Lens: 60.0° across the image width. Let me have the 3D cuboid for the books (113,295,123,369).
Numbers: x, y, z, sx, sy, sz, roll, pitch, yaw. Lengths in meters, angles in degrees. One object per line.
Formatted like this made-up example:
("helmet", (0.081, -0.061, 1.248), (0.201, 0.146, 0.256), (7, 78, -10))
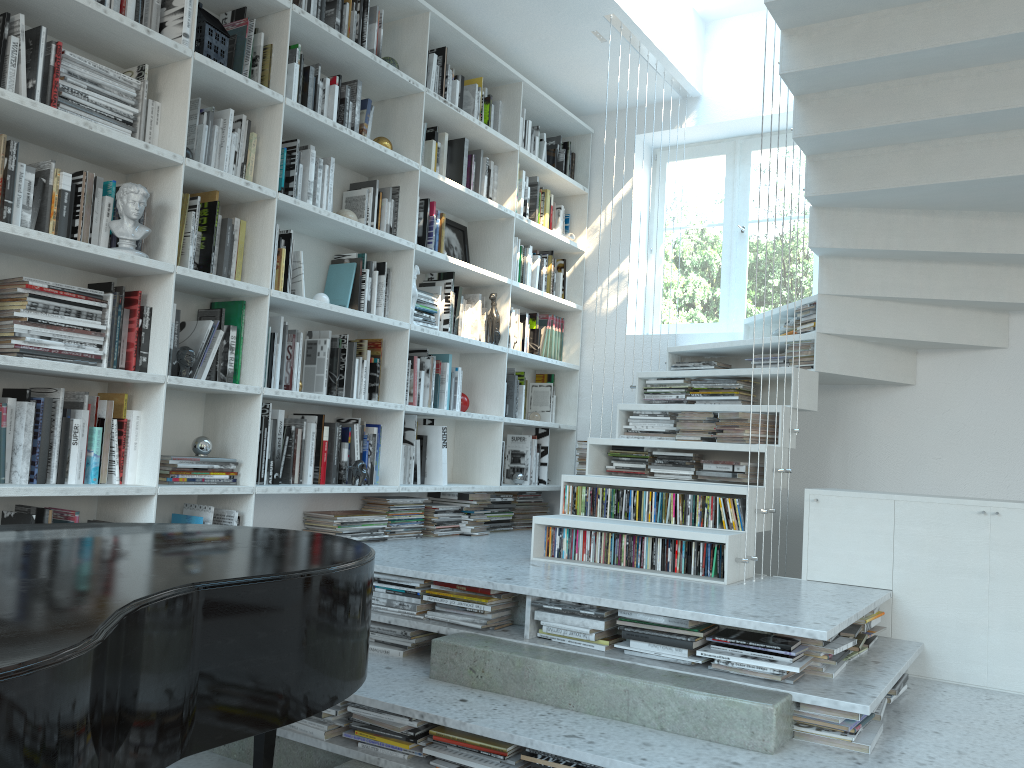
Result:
("books", (-1.368, -0.167, 2.963), (0.162, 0.256, 0.013), (1, -5, 32))

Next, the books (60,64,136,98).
("books", (-1.388, -0.973, 2.893), (0.161, 0.012, 0.254), (0, -6, 37))

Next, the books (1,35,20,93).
("books", (-1.537, -0.920, 2.655), (0.148, 0.216, 0.024), (1, -5, 32))

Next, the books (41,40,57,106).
("books", (-1.478, -0.924, 2.742), (0.183, 0.244, 0.015), (1, -5, 32))

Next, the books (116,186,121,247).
("books", (-1.339, -0.534, 2.991), (0.130, 0.259, 0.025), (1, -5, 32))

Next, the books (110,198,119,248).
("books", (-1.365, -0.511, 2.958), (0.145, 0.205, 0.012), (1, -5, 32))

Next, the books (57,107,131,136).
("books", (-1.404, -0.840, 2.890), (0.161, 0.012, 0.254), (0, -5, 32))

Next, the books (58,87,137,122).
("books", (-1.399, -0.900, 2.892), (0.159, 0.012, 0.285), (0, -5, 33))

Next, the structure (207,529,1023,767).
("structure", (0.629, 1.076, 3.512), (3.112, 0.658, 2.902), (0, -5, 32))

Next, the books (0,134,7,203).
("books", (-1.561, -0.587, 2.624), (0.176, 0.283, 0.013), (1, -5, 32))

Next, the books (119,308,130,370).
("books", (-1.352, -0.144, 2.998), (0.132, 0.217, 0.021), (1, -5, 32))

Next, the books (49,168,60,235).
("books", (-1.474, -0.546, 2.764), (0.175, 0.234, 0.010), (1, -5, 32))

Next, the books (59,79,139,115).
("books", (-1.394, -0.925, 2.892), (0.159, 0.012, 0.285), (0, -5, 35))

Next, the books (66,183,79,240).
("books", (-1.442, -0.525, 2.799), (0.178, 0.200, 0.029), (1, -5, 32))

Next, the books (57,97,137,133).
("books", (-1.397, -0.864, 2.888), (0.159, 0.012, 0.285), (1, -5, 29))

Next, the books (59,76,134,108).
("books", (-1.393, -0.937, 2.892), (0.161, 0.012, 0.254), (1, -5, 29))

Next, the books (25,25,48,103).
("books", (-1.493, -0.940, 2.704), (0.191, 0.269, 0.021), (1, -5, 32))

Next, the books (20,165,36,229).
("books", (-1.519, -0.545, 2.693), (0.168, 0.214, 0.030), (1, -5, 32))

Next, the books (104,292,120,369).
("books", (-1.371, -0.171, 2.938), (0.184, 0.260, 0.011), (1, -5, 32))

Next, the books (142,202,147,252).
("books", (-1.310, -0.529, 3.063), (0.107, 0.264, 0.023), (1, -5, 32))

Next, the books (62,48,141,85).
("books", (-1.390, -1.023, 2.899), (0.159, 0.012, 0.285), (0, -5, 34))

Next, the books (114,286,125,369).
("books", (-1.360, -0.182, 2.973), (0.152, 0.288, 0.011), (1, -5, 32))

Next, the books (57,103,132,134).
("books", (-1.402, -0.852, 2.889), (0.161, 0.012, 0.254), (1, -5, 31))

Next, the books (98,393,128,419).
("books", (-1.359, 0.181, 2.989), (0.149, 0.300, 0.011), (1, -5, 32))

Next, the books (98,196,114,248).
("books", (-1.382, -0.512, 2.925), (0.149, 0.201, 0.035), (1, -5, 32))

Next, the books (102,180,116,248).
("books", (-1.375, -0.541, 2.952), (0.135, 0.263, 0.014), (1, -5, 32))

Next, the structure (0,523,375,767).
("structure", (-0.909, 0.743, 1.596), (1.334, 0.832, 1.920), (1, -5, 32))

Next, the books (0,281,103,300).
("books", (-1.457, -0.292, 2.805), (0.161, 0.012, 0.254), (1, -5, 29))

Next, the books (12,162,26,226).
("books", (-1.532, -0.548, 2.670), (0.175, 0.216, 0.024), (1, -5, 32))

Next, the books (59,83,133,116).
("books", (-1.398, -0.913, 2.893), (0.161, 0.012, 0.254), (0, -5, 33))

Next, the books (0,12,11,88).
("books", (-1.553, -0.956, 2.641), (0.130, 0.285, 0.022), (1, -5, 32))

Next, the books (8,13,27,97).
("books", (-1.523, -0.954, 2.682), (0.162, 0.291, 0.049), (1, -5, 32))

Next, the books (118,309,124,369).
("books", (-1.362, -0.153, 2.985), (0.134, 0.232, 0.013), (1, -5, 32))

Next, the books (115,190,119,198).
("books", (-1.367, -0.527, 2.980), (0.103, 0.241, 0.021), (1, -5, 32))

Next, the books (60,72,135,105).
("books", (-1.394, -0.949, 2.894), (0.161, 0.012, 0.254), (0, -5, 34))

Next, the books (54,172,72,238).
("books", (-1.454, -0.540, 2.774), (0.185, 0.224, 0.029), (1, -5, 32))

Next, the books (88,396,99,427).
("books", (-1.414, 0.180, 2.917), (0.132, 0.283, 0.010), (1, -5, 32))

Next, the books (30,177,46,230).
("books", (-1.509, -0.533, 2.733), (0.145, 0.198, 0.050), (1, -5, 32))

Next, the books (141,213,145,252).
("books", (-1.314, -0.529, 3.044), (0.137, 0.260, 0.014), (1, -5, 32))

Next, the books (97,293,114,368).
("books", (-1.379, -0.169, 2.929), (0.161, 0.254, 0.012), (1, -5, 32))

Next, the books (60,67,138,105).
("books", (-1.396, -0.961, 2.897), (0.159, 0.012, 0.285), (1, -5, 31))

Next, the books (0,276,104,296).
("books", (-1.455, -0.304, 2.805), (0.161, 0.012, 0.254), (0, -6, 36))

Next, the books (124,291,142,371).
("books", (-1.327, -0.173, 3.004), (0.186, 0.279, 0.011), (1, -5, 32))

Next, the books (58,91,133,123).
("books", (-1.398, -0.889, 2.891), (0.161, 0.012, 0.254), (1, -5, 30))

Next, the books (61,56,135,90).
("books", (-1.395, -0.999, 2.900), (0.161, 0.012, 0.254), (0, -5, 32))

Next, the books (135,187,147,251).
("books", (-1.311, -0.533, 3.026), (0.154, 0.266, 0.014), (1, -5, 32))

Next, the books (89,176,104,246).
("books", (-1.397, -0.544, 2.903), (0.126, 0.259, 0.024), (1, -5, 32))

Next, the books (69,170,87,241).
("books", (-1.421, -0.545, 2.813), (0.186, 0.245, 0.012), (1, -5, 32))

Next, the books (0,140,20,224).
("books", (-1.538, -0.577, 2.633), (0.190, 0.267, 0.028), (1, -5, 32))

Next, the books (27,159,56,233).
("books", (-1.482, -0.560, 2.757), (0.161, 0.258, 0.014), (1, -5, 32))

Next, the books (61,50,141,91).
("books", (-1.385, -1.011, 2.895), (0.159, 0.012, 0.285), (1, -5, 27))

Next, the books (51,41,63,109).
("books", (-1.460, -0.923, 2.748), (0.176, 0.246, 0.013), (1, -5, 32))

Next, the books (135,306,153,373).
("books", (-1.308, -0.146, 3.016), (0.199, 0.229, 0.034), (1, -5, 32))

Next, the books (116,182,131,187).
("books", (-1.335, -0.541, 3.018), (0.108, 0.278, 0.025), (1, -5, 32))

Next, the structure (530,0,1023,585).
("structure", (1.121, -0.594, 3.540), (1.954, 3.379, 2.616), (1, -5, 32))

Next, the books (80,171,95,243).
("books", (-1.413, -0.548, 2.859), (0.150, 0.258, 0.025), (1, -5, 32))

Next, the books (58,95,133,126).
("books", (-1.398, -0.877, 2.890), (0.161, 0.012, 0.254), (0, -5, 34))

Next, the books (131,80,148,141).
("books", (-1.303, -0.896, 3.017), (0.161, 0.254, 0.012), (1, -5, 32))

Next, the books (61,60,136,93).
("books", (-1.392, -0.987, 2.897), (0.161, 0.012, 0.254), (0, -5, 34))
